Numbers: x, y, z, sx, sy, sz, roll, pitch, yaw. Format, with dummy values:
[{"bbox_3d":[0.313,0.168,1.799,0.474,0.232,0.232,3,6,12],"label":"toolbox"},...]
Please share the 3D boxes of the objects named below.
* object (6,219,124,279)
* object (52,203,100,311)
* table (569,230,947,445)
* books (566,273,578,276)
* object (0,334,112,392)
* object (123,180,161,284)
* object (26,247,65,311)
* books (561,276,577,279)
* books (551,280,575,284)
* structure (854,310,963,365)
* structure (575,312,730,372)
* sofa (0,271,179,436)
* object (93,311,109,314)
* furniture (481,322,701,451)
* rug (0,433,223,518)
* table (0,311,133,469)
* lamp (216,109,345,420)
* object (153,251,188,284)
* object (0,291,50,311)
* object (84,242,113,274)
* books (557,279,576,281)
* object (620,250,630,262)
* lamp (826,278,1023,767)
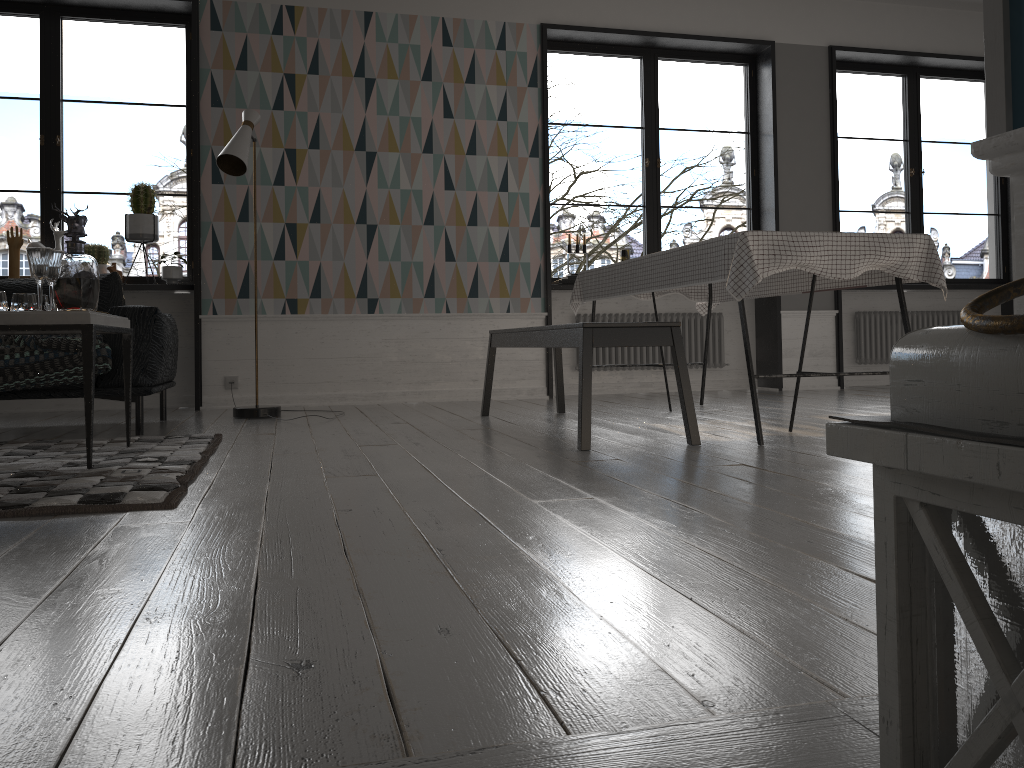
[{"bbox_3d":[-2.776,-0.815,5.507,0.662,0.410,0.134,-1,-1,-13],"label":"object"},{"bbox_3d":[-1.606,-0.457,3.262,0.148,0.417,0.155,-1,-1,5],"label":"object"},{"bbox_3d":[1.012,-0.219,4.227,0.931,0.784,2.026,-1,2,-15],"label":"table"},{"bbox_3d":[0.474,-0.778,6.328,0.153,0.017,0.124,-2,3,-13],"label":"books"},{"bbox_3d":[-2.159,-0.126,3.979,0.667,0.329,0.490,-2,2,-19],"label":"object"},{"bbox_3d":[-2.326,-0.962,5.567,0.235,0.671,0.228,0,-1,-44],"label":"object"},{"bbox_3d":[-1.603,-0.349,3.044,0.082,0.227,0.167,-1,0,-3],"label":"object"},{"bbox_3d":[0.470,-0.758,6.331,0.198,0.022,0.162,-2,3,-13],"label":"books"},{"bbox_3d":[0.437,-0.726,6.333,0.271,0.019,0.184,-2,3,-15],"label":"books"},{"bbox_3d":[3.321,-0.382,7.194,1.223,0.428,0.148,-2,-1,-16],"label":"structure"},{"bbox_3d":[1.049,-0.318,6.613,1.223,0.428,0.148,-2,-1,-16],"label":"structure"},{"bbox_3d":[-2.818,-0.145,4.112,2.341,0.798,0.970,-2,1,-15],"label":"sofa"},{"bbox_3d":[-1.662,-0.254,3.231,0.318,0.015,0.247,-2,3,-14],"label":"object"},{"bbox_3d":[0.259,-0.031,3.999,0.465,0.455,1.670,-1,2,-14],"label":"furniture"},{"bbox_3d":[-2.257,0.287,2.683,2.527,0.034,1.770,-2,3,-14],"label":"rug"},{"bbox_3d":[-2.081,0.034,2.896,1.456,0.511,0.732,-1,1,-14],"label":"table"},{"bbox_3d":[-1.346,-0.682,5.162,0.680,1.704,1.246,-1,0,-16],"label":"lamp"},{"bbox_3d":[-2.149,-0.732,5.580,0.171,0.204,0.246,-1,1,-12],"label":"object"},{"bbox_3d":[-1.762,-0.279,3.144,0.246,0.087,0.279,-3,3,-36],"label":"object"},{"bbox_3d":[-2.635,-0.764,5.591,0.234,0.283,0.213,-1,0,-40],"label":"object"},{"bbox_3d":[0.446,-0.741,6.331,0.216,0.011,0.174,-1,3,-9],"label":"books"},{"bbox_3d":[0.766,-0.843,6.404,0.194,0.257,0.115,-1,-1,-4],"label":"object"},{"bbox_3d":[0.414,0.112,0.568,0.287,0.478,0.286,-1,0,-15],"label":"lamp"}]
